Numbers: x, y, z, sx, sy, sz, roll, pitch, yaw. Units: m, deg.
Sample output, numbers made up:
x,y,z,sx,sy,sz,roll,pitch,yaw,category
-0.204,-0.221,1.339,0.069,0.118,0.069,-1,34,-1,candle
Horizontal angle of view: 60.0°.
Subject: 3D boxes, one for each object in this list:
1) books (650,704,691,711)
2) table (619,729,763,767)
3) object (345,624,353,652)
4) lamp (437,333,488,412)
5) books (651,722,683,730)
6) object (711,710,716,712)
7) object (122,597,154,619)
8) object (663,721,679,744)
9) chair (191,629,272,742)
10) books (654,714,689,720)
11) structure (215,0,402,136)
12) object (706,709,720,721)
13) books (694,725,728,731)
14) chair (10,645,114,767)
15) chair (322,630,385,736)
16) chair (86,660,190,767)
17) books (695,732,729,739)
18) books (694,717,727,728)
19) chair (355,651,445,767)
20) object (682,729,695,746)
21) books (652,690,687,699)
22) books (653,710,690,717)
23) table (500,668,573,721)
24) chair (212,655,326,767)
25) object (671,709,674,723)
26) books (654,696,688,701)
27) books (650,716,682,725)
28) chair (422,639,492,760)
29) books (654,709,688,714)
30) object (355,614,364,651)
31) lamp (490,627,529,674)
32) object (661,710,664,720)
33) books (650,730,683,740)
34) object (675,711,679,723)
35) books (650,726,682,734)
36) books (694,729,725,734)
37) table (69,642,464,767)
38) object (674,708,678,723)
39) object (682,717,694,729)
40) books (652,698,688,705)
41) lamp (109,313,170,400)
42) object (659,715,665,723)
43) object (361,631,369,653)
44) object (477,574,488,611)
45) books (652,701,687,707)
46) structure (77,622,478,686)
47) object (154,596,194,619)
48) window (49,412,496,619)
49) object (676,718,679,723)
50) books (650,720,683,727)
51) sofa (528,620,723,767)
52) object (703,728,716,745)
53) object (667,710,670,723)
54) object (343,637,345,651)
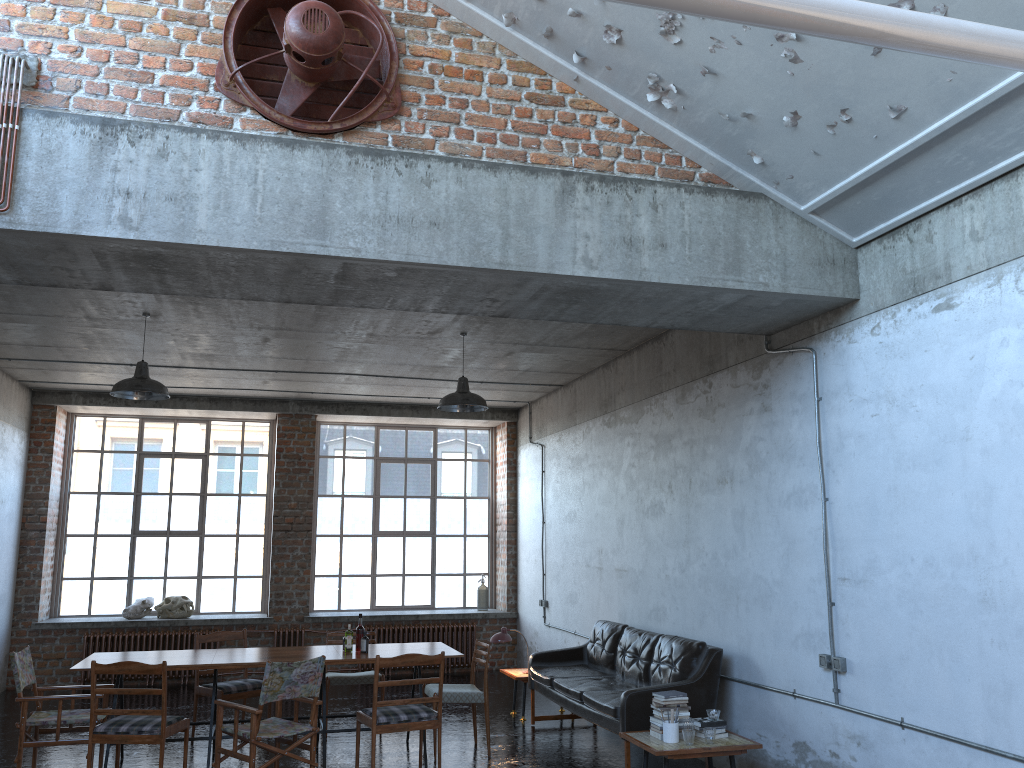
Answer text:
x,y,z,sx,sy,sz,roll,pitch,yaw,category
1.164,2.371,6.512,0.244,0.019,0.174,3,-11,-15,books
1.273,2.778,6.353,0.811,0.458,0.649,3,-11,-15,table
-1.449,2.257,7.884,0.070,0.235,0.041,3,-11,-16,object
-0.483,-0.196,8.779,0.502,0.891,0.502,2,-10,-11,lamp
1.159,2.494,6.475,0.249,0.023,0.175,3,-11,-15,books
1.478,2.425,6.509,0.081,0.060,0.065,7,-12,-33,object
-5.147,3.090,12.224,0.281,0.281,0.575,-2,-10,11,object
1.128,2.471,6.294,0.110,0.137,0.110,3,-11,-15,object
-2.690,2.923,8.543,0.509,1.028,0.573,-8,-13,38,chair
1.171,2.433,6.503,0.221,0.023,0.147,3,-11,-16,books
-1.190,-1.975,5.276,1.058,1.096,0.808,3,-11,-15,structure
1.478,2.430,6.506,0.103,0.068,0.103,9,-14,-42,object
1.435,2.508,6.511,0.243,0.024,0.175,3,-11,-19,books
-3.663,2.668,7.190,0.713,1.031,0.574,3,-11,-15,chair
-1.621,3.020,8.997,0.589,0.971,0.577,3,-11,-15,chair
-2.813,2.593,6.701,0.573,1.028,0.509,-1,-10,4,chair
1.433,2.558,6.494,0.179,0.034,0.243,6,-12,-32,books
1.428,2.480,6.508,0.225,0.029,0.179,4,-11,-23,books
-0.901,2.662,7.104,0.573,1.028,0.509,5,-11,-26,chair
1.236,2.471,6.197,0.092,0.099,0.092,8,-13,-37,object
1.161,2.288,6.536,0.201,0.024,0.159,5,-11,-25,books
1.169,2.414,6.511,0.224,0.021,0.158,3,-11,-15,books
0.341,3.375,9.667,0.811,0.458,0.649,3,-11,-15,table
-1.833,2.580,6.716,0.713,1.031,0.574,-10,-14,44,chair
1.146,2.434,6.342,0.023,0.204,0.037,-5,-11,23,object
1.169,2.308,6.524,0.205,0.020,0.155,3,-11,-15,books
1.163,2.458,6.500,0.245,0.028,0.193,4,-11,-20,books
-0.487,2.850,8.061,0.577,0.971,0.589,3,-11,-15,chair
1.169,2.391,6.509,0.205,0.022,0.155,4,-11,-20,books
-1.362,2.227,7.956,0.075,0.324,0.075,-2,-10,10,object
-0.003,2.894,9.640,0.496,0.492,0.220,4,-11,-23,lamp
1.088,2.430,6.319,0.046,0.202,0.023,-4,-11,20,object
1.157,2.549,6.465,0.248,0.043,0.192,3,-11,-15,books
1.168,2.419,6.319,0.062,0.169,0.009,3,-11,-16,object
1.159,2.517,6.471,0.249,0.023,0.175,4,-11,-20,books
1.423,2.530,6.502,0.166,0.024,0.227,7,-13,-36,books
-2.050,2.806,7.659,3.112,0.917,1.067,3,-11,-15,table
1.165,2.413,6.332,0.052,0.185,0.009,2,-10,-13,object
1.255,2.464,6.314,0.087,0.155,0.087,9,-14,-42,object
1.167,2.331,6.530,0.209,0.023,0.167,4,-11,-21,books
-3.324,-0.330,8.005,0.502,0.891,0.502,2,-10,-11,lamp
1.105,2.437,6.307,0.137,0.190,0.009,2,-10,-12,object
-1.300,2.278,7.830,0.051,0.180,0.097,10,-14,-43,object
-0.448,3.187,13.571,0.172,0.551,0.172,-6,-12,28,object
1.156,2.350,6.513,0.231,0.023,0.162,0,-10,0,books
-3.061,3.724,12.245,5.349,0.713,0.232,3,-11,-15,structure
-4.698,3.088,12.284,0.418,0.305,0.625,9,-14,-41,object
0.687,3.842,14.506,19.864,12.900,0.747,3,-11,-15,window
1.155,2.448,6.293,0.068,0.159,0.009,0,-10,-2,object
1.165,2.479,6.495,0.255,0.014,0.192,2,-10,-12,books
0.925,2.786,8.118,0.929,1.045,2.610,3,-11,-15,sofa
1.393,2.479,6.240,0.092,0.099,0.092,8,-13,-37,object
1.124,2.426,6.345,0.009,0.167,0.061,0,-10,-3,object
-1.484,2.312,7.985,0.077,0.173,0.077,6,-12,-29,object
